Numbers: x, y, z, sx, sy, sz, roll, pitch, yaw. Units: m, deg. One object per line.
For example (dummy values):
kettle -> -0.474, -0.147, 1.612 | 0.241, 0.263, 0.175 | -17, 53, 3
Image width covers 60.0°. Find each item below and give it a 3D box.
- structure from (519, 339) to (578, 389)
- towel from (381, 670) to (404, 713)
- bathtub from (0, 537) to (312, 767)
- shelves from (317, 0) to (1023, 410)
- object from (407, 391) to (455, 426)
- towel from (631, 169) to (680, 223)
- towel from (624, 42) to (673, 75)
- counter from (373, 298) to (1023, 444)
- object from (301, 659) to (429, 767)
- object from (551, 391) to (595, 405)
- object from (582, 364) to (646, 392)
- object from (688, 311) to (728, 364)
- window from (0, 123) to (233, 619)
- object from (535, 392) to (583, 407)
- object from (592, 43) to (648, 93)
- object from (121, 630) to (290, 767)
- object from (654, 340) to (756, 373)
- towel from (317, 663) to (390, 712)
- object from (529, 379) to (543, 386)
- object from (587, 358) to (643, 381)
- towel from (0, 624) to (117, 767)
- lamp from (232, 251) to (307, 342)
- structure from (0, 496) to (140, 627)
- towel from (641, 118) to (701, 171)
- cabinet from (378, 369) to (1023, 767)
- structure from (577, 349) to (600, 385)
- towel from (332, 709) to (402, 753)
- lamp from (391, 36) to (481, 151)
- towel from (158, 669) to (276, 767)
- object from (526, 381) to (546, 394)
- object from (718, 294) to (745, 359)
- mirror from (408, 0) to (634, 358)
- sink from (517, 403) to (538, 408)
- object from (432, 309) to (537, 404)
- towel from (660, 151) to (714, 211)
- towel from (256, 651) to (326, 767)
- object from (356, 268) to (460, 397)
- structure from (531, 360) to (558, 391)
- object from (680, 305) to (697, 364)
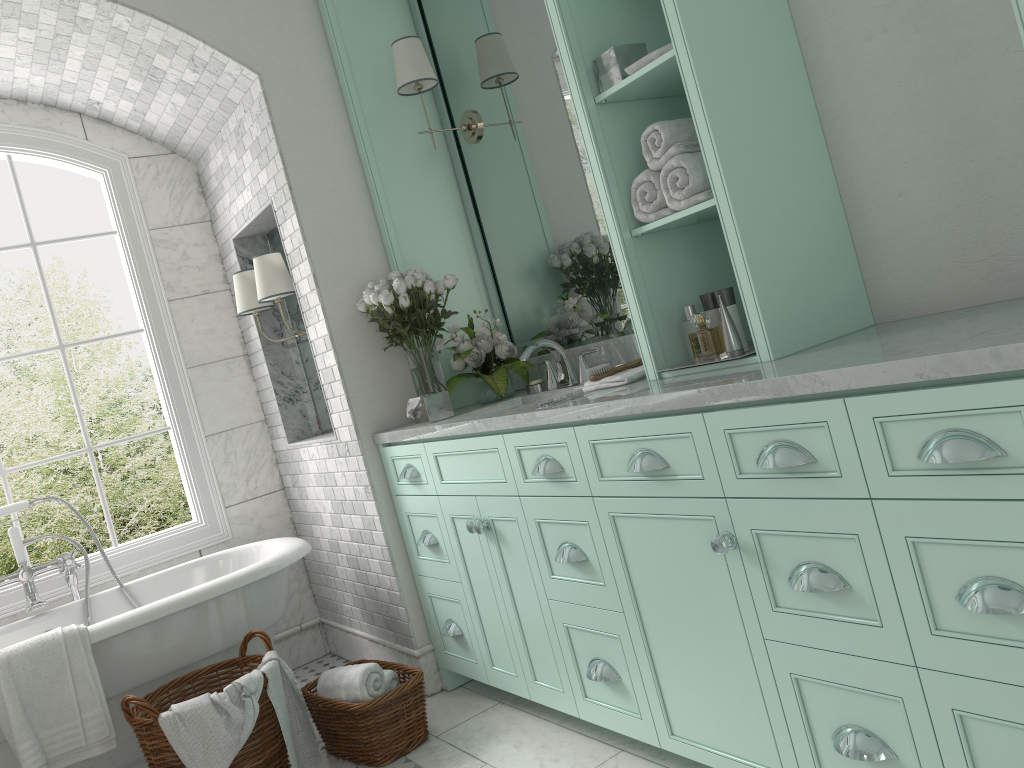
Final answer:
structure -> 0.146, -0.075, 3.406 | 0.236, 0.205, 0.102 | -17, 1, -43
towel -> -0.570, 1.196, 3.489 | 0.311, 0.186, 0.165 | -14, 2, 28
bathtub -> -1.765, 1.334, 3.573 | 2.176, 0.758, 0.937 | -17, 2, -32
shelves -> 0.276, -1.080, 2.888 | 0.467, 2.123, 2.796 | -15, 2, -32
object -> -0.339, 0.099, 3.560 | 0.147, 0.113, 0.135 | -17, 2, -37
towel -> 0.507, -0.582, 2.654 | 0.312, 0.163, 0.152 | -17, 2, -32
towel -> 0.506, -0.945, 2.517 | 0.318, 0.056, 0.238 | -17, 3, -36
counter -> 0.451, -0.073, 2.837 | 0.828, 0.181, 2.794 | -17, 3, -32
object -> -0.558, 1.270, 3.434 | 0.347, 0.261, 0.547 | -17, 3, -42
object -> 0.193, 0.044, 2.785 | 0.168, 0.005, 0.020 | -17, 3, -28
object -> 0.360, -0.028, 2.954 | 0.240, 0.056, 0.315 | -17, 3, -36
object -> 0.553, -0.135, 2.532 | 0.063, 0.147, 0.092 | -16, 1, -27
window -> -2.530, -0.085, 4.157 | 1.840, 2.323, 0.118 | -16, 1, -32
object -> 0.147, 0.053, 2.872 | 0.176, 0.007, 0.074 | -17, 3, -40
object -> 0.331, -0.937, 2.638 | 0.122, 0.105, 0.117 | -16, 2, -27
object -> -1.043, 1.256, 3.141 | 0.518, 0.570, 0.519 | -15, 1, 0
object -> 0.686, -0.102, 2.603 | 0.440, 0.008, 0.348 | -17, 3, -32
towel -> -0.601, 1.162, 3.349 | 0.319, 0.211, 0.150 | -14, 2, 40
object -> 0.097, -0.005, 3.632 | 0.052, 0.022, 0.077 | -16, 2, -11
object -> 0.358, -0.059, 2.974 | 0.229, 0.044, 0.068 | -16, 2, -23
towel -> -1.680, 1.138, 3.193 | 0.376, 0.463, 0.451 | -16, 2, -30
lamp -> -1.124, -0.407, 4.267 | 0.310, 0.383, 0.545 | -16, 2, -32
structure -> -1.934, 1.121, 3.929 | 0.782, 1.285, 0.339 | -16, 0, -22
towel -> 0.527, -0.714, 2.596 | 0.300, 0.142, 0.168 | -17, 2, -32
cabinet -> 0.602, 0.545, 2.828 | 0.867, 1.097, 2.785 | -16, 2, -32
structure -> 0.300, -0.070, 3.343 | 0.156, 0.121, 0.083 | -14, 2, 42
towel -> -0.552, 1.303, 3.368 | 0.154, 0.163, 0.309 | -16, 2, -42
lamp -> -0.346, -1.260, 3.869 | 0.310, 0.488, 0.182 | -16, 1, -33
towel -> -0.997, 1.240, 3.060 | 0.401, 0.438, 0.481 | -16, 2, -31
object -> 0.100, 0.015, 3.651 | 0.080, 0.035, 0.133 | -16, 2, -14
object -> 0.597, -0.160, 2.448 | 0.050, 0.179, 0.049 | -15, 0, -30
mirror -> 0.097, -1.103, 3.528 | 0.015, 1.933, 1.429 | -15, 1, -32
sink -> 0.068, 0.130, 3.336 | 0.348, 0.079, 0.599 | -17, 3, -32
object -> -0.112, -0.118, 3.819 | 0.396, 0.402, 0.450 | -16, 2, -31
towel -> 0.577, -0.595, 2.536 | 0.306, 0.159, 0.159 | -17, 2, -32
towel -> -0.982, 1.256, 3.137 | 0.460, 0.469, 0.383 | -15, 1, 7
object -> -0.391, -0.167, 3.735 | 0.393, 0.653, 0.355 | -16, 1, -21
structure -> 0.133, -0.035, 3.576 | 0.156, 0.121, 0.083 | -14, 2, 42
object -> 0.544, -0.149, 2.619 | 0.035, 0.170, 0.092 | -15, 1, -32
